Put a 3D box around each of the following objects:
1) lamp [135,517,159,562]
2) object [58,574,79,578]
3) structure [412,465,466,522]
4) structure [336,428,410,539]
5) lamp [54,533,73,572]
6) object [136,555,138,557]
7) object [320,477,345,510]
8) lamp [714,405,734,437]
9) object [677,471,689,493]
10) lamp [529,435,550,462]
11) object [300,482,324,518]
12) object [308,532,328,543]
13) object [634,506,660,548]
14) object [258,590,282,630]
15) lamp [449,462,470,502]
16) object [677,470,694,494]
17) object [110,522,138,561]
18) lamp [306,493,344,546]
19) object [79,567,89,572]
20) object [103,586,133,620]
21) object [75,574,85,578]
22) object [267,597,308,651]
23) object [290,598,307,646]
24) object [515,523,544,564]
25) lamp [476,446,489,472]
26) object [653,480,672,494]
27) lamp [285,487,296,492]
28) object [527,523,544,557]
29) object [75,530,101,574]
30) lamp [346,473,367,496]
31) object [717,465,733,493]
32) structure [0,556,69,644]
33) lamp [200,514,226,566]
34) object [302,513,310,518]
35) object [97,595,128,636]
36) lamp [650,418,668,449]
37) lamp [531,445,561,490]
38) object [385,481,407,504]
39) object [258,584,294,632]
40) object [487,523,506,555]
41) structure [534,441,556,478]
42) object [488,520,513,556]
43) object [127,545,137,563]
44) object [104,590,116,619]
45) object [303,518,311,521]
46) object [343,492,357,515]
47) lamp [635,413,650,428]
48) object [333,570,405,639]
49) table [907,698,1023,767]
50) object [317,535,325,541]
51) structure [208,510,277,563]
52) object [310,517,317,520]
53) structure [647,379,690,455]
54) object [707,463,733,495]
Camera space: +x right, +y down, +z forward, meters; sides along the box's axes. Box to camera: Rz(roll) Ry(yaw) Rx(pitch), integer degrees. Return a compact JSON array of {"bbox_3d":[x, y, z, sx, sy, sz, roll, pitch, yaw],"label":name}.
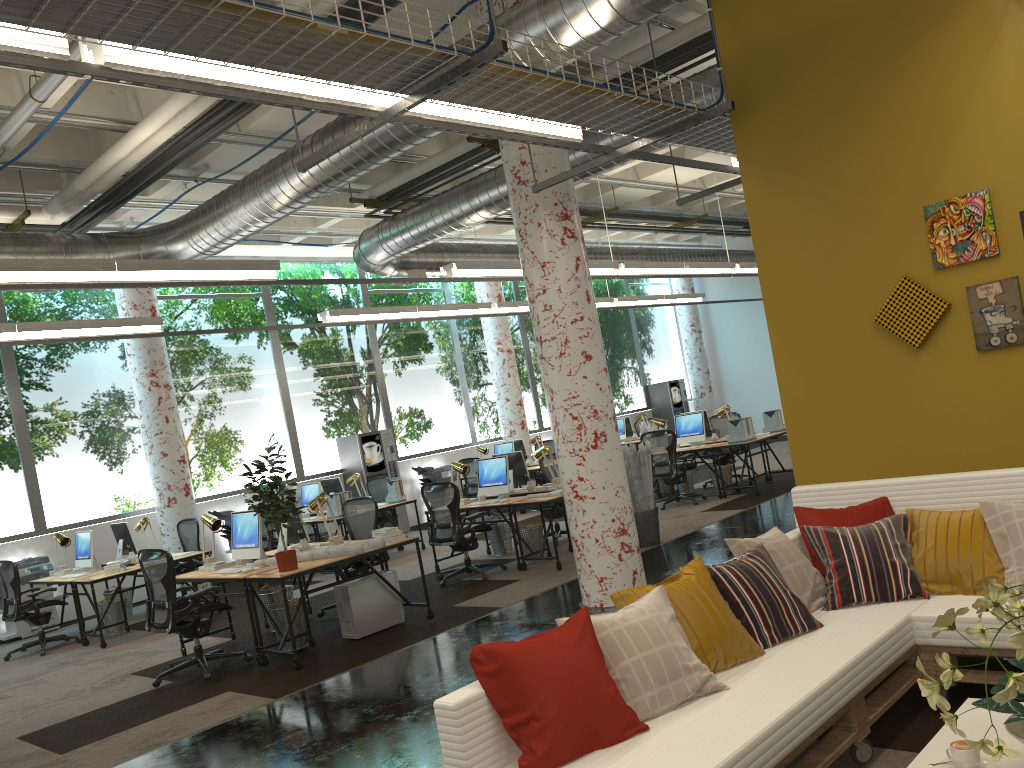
[{"bbox_3d":[-4.315,1.885,10.504,0.208,0.611,0.530,-11,0,-27],"label":"lamp"},{"bbox_3d":[-5.079,2.207,10.175,0.441,0.017,0.118,-12,-3,44],"label":"object"},{"bbox_3d":[-1.261,1.959,16.348,0.505,1.058,1.053,-10,0,44],"label":"structure"},{"bbox_3d":[-2.378,1.737,15.231,0.641,1.811,0.746,-10,1,44],"label":"structure"},{"bbox_3d":[-5.404,2.092,10.684,0.218,0.611,0.530,-11,0,-27],"label":"lamp"},{"bbox_3d":[-4.795,2.190,11.254,0.060,0.029,0.106,-12,-3,45],"label":"object"},{"bbox_3d":[-2.651,1.640,13.125,0.486,0.485,0.189,-11,0,44],"label":"object"},{"bbox_3d":[3.232,0.600,12.987,0.218,0.611,0.530,-11,0,-27],"label":"lamp"},{"bbox_3d":[2.585,1.473,13.512,0.236,0.403,0.119,-10,0,44],"label":"object"},{"bbox_3d":[0.530,1.197,15.625,0.218,0.611,0.530,-11,0,-27],"label":"lamp"},{"bbox_3d":[-2.969,2.053,12.775,1.083,1.209,0.190,-11,0,44],"label":"object"},{"bbox_3d":[-3.010,2.527,13.853,0.351,0.398,0.354,-10,-1,-27],"label":"object"},{"bbox_3d":[1.430,1.547,9.536,0.353,0.398,0.353,-10,-1,-1],"label":"object"},{"bbox_3d":[-2.284,2.144,8.413,0.236,0.403,0.119,-10,0,44],"label":"object"},{"bbox_3d":[-0.637,1.207,10.371,0.208,0.611,0.530,-11,0,-27],"label":"lamp"},{"bbox_3d":[2.639,1.451,13.565,0.360,0.435,0.351,-11,0,40],"label":"object"},{"bbox_3d":[-4.778,1.942,10.876,0.486,0.485,0.189,-11,0,44],"label":"object"},{"bbox_3d":[-1.641,1.272,7.885,0.208,0.611,0.530,-11,0,-27],"label":"lamp"},{"bbox_3d":[-5.126,2.135,10.593,0.101,0.209,0.101,-10,0,-1],"label":"object"},{"bbox_3d":[-4.903,2.736,11.085,0.360,0.435,0.351,-11,0,40],"label":"object"},{"bbox_3d":[-4.852,2.150,9.942,0.060,0.029,0.106,-12,-3,45],"label":"object"},{"bbox_3d":[-1.882,2.022,7.507,0.360,0.435,0.351,-11,0,40],"label":"object"},{"bbox_3d":[-1.823,2.027,7.561,0.236,0.403,0.119,-10,0,44],"label":"object"},{"bbox_3d":[0.207,1.751,9.810,0.360,0.435,0.351,-11,0,40],"label":"object"},{"bbox_3d":[-0.563,1.404,15.804,0.218,0.611,0.530,-11,0,-27],"label":"lamp"},{"bbox_3d":[2.405,1.545,14.084,0.353,0.398,0.353,-10,-1,-1],"label":"object"},{"bbox_3d":[-3.273,1.789,12.936,0.208,0.611,0.530,-11,0,-27],"label":"lamp"},{"bbox_3d":[0.267,1.756,9.863,0.236,0.403,0.119,-10,0,44],"label":"object"},{"bbox_3d":[-4.952,1.952,10.313,0.486,0.485,0.189,-11,0,44],"label":"object"},{"bbox_3d":[-2.183,1.582,12.755,0.218,0.611,0.530,-11,0,-27],"label":"lamp"},{"bbox_3d":[3.046,1.356,12.660,0.236,0.403,0.119,-10,0,44],"label":"object"},{"bbox_3d":[-6.177,2.657,11.145,0.505,1.058,1.053,-10,0,44],"label":"structure"},{"bbox_3d":[-2.730,1.479,8.066,0.218,0.611,0.530,-11,0,-27],"label":"lamp"},{"bbox_3d":[-2.999,1.833,12.843,0.101,0.209,0.101,-10,0,-1],"label":"object"},{"bbox_3d":[-4.556,2.635,10.126,0.360,0.435,0.351,-11,0,40],"label":"object"},{"bbox_3d":[2.138,0.807,13.165,0.218,0.611,0.530,-11,0,-27],"label":"lamp"},{"bbox_3d":[0.448,1.001,10.188,0.208,0.611,0.530,-11,0,-27],"label":"lamp"},{"bbox_3d":[-1.660,1.529,12.520,0.282,0.302,0.149,-11,0,44],"label":"object"},{"bbox_3d":[-2.229,2.123,8.466,0.360,0.435,0.351,-11,0,40],"label":"object"},{"bbox_3d":[-0.195,1.873,10.715,0.236,0.403,0.119,-10,0,44],"label":"object"},{"bbox_3d":[0.951,1.645,18.687,0.505,1.058,1.053,-10,0,44],"label":"structure"},{"bbox_3d":[-0.140,1.852,10.768,0.360,0.435,0.351,-11,0,40],"label":"object"},{"bbox_3d":[-4.554,2.031,10.600,0.101,0.209,0.101,-10,0,-1],"label":"object"},{"bbox_3d":[-4.958,2.757,11.032,0.236,0.403,0.119,-10,0,44],"label":"object"},{"bbox_3d":[-2.952,1.905,12.424,0.441,0.017,0.118,-12,-3,44],"label":"object"},{"bbox_3d":[-2.248,1.612,11.898,0.282,0.302,0.149,-11,0,44],"label":"object"},{"bbox_3d":[2.742,0.883,17.964,0.218,0.611,0.530,-11,0,-27],"label":"lamp"},{"bbox_3d":[-1.226,1.901,7.673,0.222,0.455,0.538,-10,-1,44],"label":"object"},{"bbox_3d":[1.578,1.266,2.368,0.989,0.330,1.256,-12,-3,44],"label":"table"},{"bbox_3d":[-2.831,2.455,13.281,0.236,0.403,0.119,-10,0,44],"label":"object"},{"bbox_3d":[-3.974,2.344,13.479,0.505,1.058,1.053,-10,0,44],"label":"structure"},{"bbox_3d":[-2.725,1.848,12.191,0.060,0.029,0.106,-12,-3,45],"label":"object"},{"bbox_3d":[3.977,0.835,21.951,0.641,1.811,0.746,-10,1,44],"label":"structure"},{"bbox_3d":[2.986,1.351,12.607,0.360,0.435,0.351,-11,0,40],"label":"object"}]
